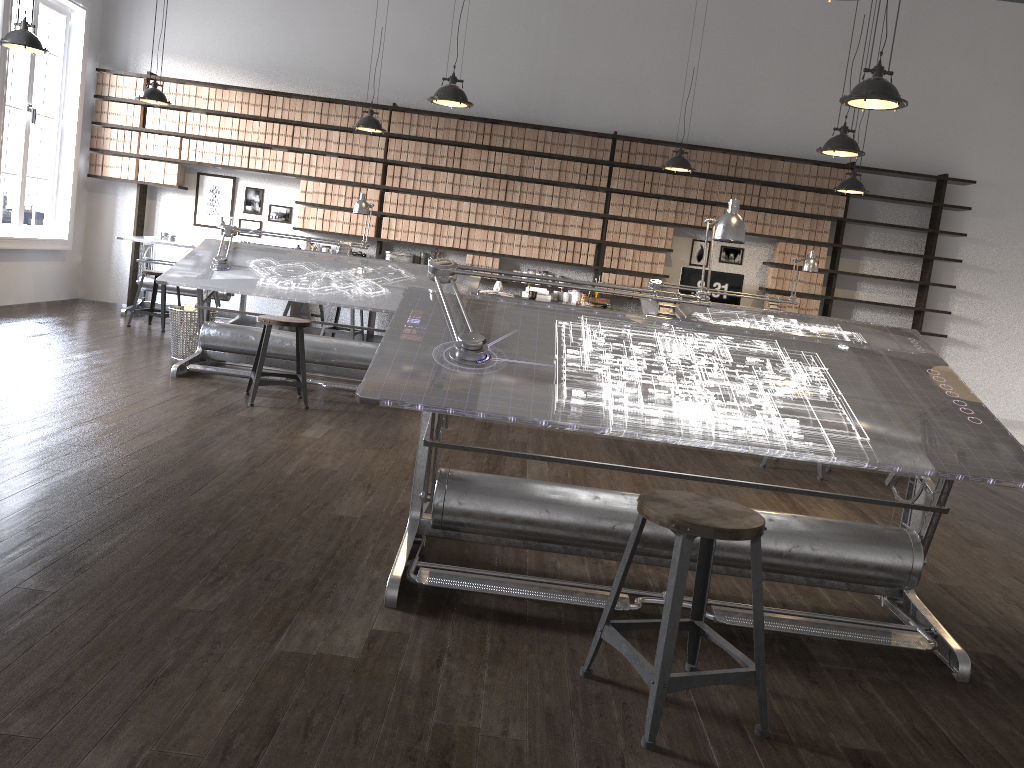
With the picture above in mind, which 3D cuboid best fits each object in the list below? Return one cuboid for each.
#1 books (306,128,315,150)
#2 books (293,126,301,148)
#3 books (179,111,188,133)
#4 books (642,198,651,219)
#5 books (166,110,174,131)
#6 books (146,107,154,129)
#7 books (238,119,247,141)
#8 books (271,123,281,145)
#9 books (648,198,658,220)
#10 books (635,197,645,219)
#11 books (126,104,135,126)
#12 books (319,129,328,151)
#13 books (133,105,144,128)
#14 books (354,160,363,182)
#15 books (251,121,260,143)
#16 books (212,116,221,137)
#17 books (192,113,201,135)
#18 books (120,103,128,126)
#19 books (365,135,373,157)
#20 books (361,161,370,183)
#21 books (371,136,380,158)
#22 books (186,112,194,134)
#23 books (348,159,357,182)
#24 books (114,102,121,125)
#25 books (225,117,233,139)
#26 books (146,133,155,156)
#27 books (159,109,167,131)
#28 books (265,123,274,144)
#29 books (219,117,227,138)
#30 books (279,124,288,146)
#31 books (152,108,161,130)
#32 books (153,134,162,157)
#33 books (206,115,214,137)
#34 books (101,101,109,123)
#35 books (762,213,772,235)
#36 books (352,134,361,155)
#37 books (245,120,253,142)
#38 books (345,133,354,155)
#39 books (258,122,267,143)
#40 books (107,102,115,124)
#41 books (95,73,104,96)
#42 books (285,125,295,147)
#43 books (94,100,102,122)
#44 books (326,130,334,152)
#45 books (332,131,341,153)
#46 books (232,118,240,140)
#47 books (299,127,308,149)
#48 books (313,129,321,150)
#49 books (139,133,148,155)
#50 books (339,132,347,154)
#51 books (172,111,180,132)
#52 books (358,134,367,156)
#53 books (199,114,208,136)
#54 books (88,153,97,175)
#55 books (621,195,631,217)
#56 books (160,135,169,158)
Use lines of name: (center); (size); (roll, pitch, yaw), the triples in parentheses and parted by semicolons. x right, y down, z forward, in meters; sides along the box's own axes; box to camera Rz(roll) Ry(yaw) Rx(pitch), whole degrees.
books: (-2.099, -2.564, 9.307); (0.067, 0.224, 0.175); (7, 7, 0)
books: (-2.239, -2.582, 9.308); (0.067, 0.224, 0.175); (7, 7, 0)
books: (-3.430, -2.736, 9.309); (0.067, 0.224, 0.175); (7, 7, 0)
books: (1.406, -1.841, 9.314); (0.067, 0.224, 0.175); (7, 7, 0)
books: (-3.568, -2.754, 9.312); (0.067, 0.224, 0.175); (7, 7, 0)
books: (-3.775, -2.781, 9.312); (0.067, 0.224, 0.175); (7, 7, 0)
books: (-2.807, -2.656, 9.310); (0.067, 0.224, 0.175); (7, 7, 0)
books: (-2.463, -2.611, 9.307); (0.067, 0.224, 0.175); (7, 7, 0)
books: (1.475, -1.831, 9.309); (0.067, 0.224, 0.175); (7, 7, 0)
books: (1.337, -1.850, 9.316); (0.067, 0.224, 0.175); (7, 7, 0)
books: (-3.978, -2.813, 9.316); (0.067, 0.224, 0.175); (7, 7, 0)
books: (-1.962, -2.545, 9.300); (0.067, 0.224, 0.175); (7, 7, 0)
books: (-3.908, -2.804, 9.315); (0.067, 0.224, 0.175); (7, 7, 0)
books: (-1.601, -2.232, 9.329); (0.067, 0.224, 0.175); (7, 7, 0)
books: (-2.669, -2.637, 9.307); (0.067, 0.224, 0.175); (7, 7, 0)
books: (-3.077, -2.690, 9.306); (0.067, 0.224, 0.175); (7, 7, 0)
books: (-3.285, -2.717, 9.309); (0.067, 0.224, 0.175); (7, 7, 0)
books: (-4.045, -2.821, 9.310); (0.067, 0.224, 0.175); (7, 7, 0)
books: (-1.487, -2.484, 9.303); (0.067, 0.224, 0.175); (7, 7, 0)
books: (-1.530, -2.222, 9.329); (0.067, 0.224, 0.175); (7, 7, 0)
books: (-1.424, -2.476, 9.301); (0.067, 0.224, 0.175); (7, 7, 0)
books: (-3.355, -2.727, 9.314); (0.067, 0.224, 0.175); (7, 7, 0)
books: (-1.668, -2.239, 9.324); (0.067, 0.224, 0.175); (7, 7, 0)
books: (-4.111, -2.830, 9.315); (0.067, 0.224, 0.175); (7, 7, 0)
books: (-2.949, -2.674, 9.308); (0.067, 0.224, 0.175); (7, 7, 0)
books: (-3.776, -2.513, 9.337); (0.067, 0.224, 0.175); (7, 7, 0)
books: (-3.631, -2.761, 9.308); (0.067, 0.224, 0.175); (7, 7, 0)
books: (-2.525, -2.618, 9.303); (0.067, 0.224, 0.175); (7, 7, 0)
books: (-3.011, -2.682, 9.310); (0.067, 0.224, 0.175); (7, 7, 0)
books: (-2.387, -2.601, 9.309); (0.067, 0.224, 0.175); (7, 7, 0)
books: (-3.703, -2.771, 9.309); (0.067, 0.224, 0.175); (7, 7, 0)
books: (-3.707, -2.505, 9.341); (0.067, 0.224, 0.175); (7, 7, 0)
books: (-3.144, -2.699, 9.312); (0.067, 0.224, 0.175); (7, 7, 0)
books: (-4.245, -2.847, 9.312); (0.067, 0.224, 0.175); (7, 7, 0)
books: (2.657, -1.678, 9.305); (0.067, 0.224, 0.175); (7, 7, 0)
books: (-1.622, -2.502, 9.306); (0.067, 0.224, 0.175); (7, 7, 0)
books: (-2.738, -2.647, 9.311); (0.067, 0.224, 0.175); (7, 7, 0)
books: (-1.691, -2.511, 9.304); (0.067, 0.224, 0.175); (7, 7, 0)
books: (-2.597, -2.627, 9.303); (0.067, 0.224, 0.175); (7, 7, 0)
books: (-4.173, -2.838, 9.314); (0.067, 0.224, 0.175); (7, 7, 0)
books: (-4.289, -3.130, 9.285); (0.067, 0.224, 0.175); (7, 7, 0)
books: (-2.314, -2.591, 9.303); (0.067, 0.224, 0.175); (7, 7, 0)
books: (-4.315, -2.857, 9.317); (0.067, 0.224, 0.175); (7, 7, 0)
books: (-1.895, -2.537, 9.305); (0.067, 0.224, 0.175); (7, 7, 0)
books: (-1.833, -2.529, 9.303); (0.067, 0.224, 0.175); (7, 7, 0)
books: (-2.877, -2.664, 9.306); (0.067, 0.224, 0.175); (7, 7, 0)
books: (-2.169, -2.572, 9.303); (0.067, 0.224, 0.175); (7, 7, 0)
books: (-2.028, -2.555, 9.306); (0.067, 0.224, 0.175); (7, 7, 0)
books: (-3.848, -2.522, 9.334); (0.067, 0.224, 0.175); (7, 7, 0)
books: (-1.761, -2.519, 9.300); (0.067, 0.224, 0.175); (7, 7, 0)
books: (-3.503, -2.746, 9.314); (0.067, 0.224, 0.175); (7, 7, 0)
books: (-1.553, -2.492, 9.298); (0.067, 0.224, 0.175); (7, 7, 0)
books: (-3.215, -2.708, 9.313); (0.067, 0.224, 0.175); (7, 7, 0)
books: (-4.399, -2.318, 9.370); (0.067, 0.224, 0.175); (7, 7, 0)
books: (1.195, -1.867, 9.309); (0.067, 0.224, 0.175); (7, 7, 0)
books: (-3.638, -2.496, 9.339); (0.067, 0.224, 0.175); (7, 7, 0)
